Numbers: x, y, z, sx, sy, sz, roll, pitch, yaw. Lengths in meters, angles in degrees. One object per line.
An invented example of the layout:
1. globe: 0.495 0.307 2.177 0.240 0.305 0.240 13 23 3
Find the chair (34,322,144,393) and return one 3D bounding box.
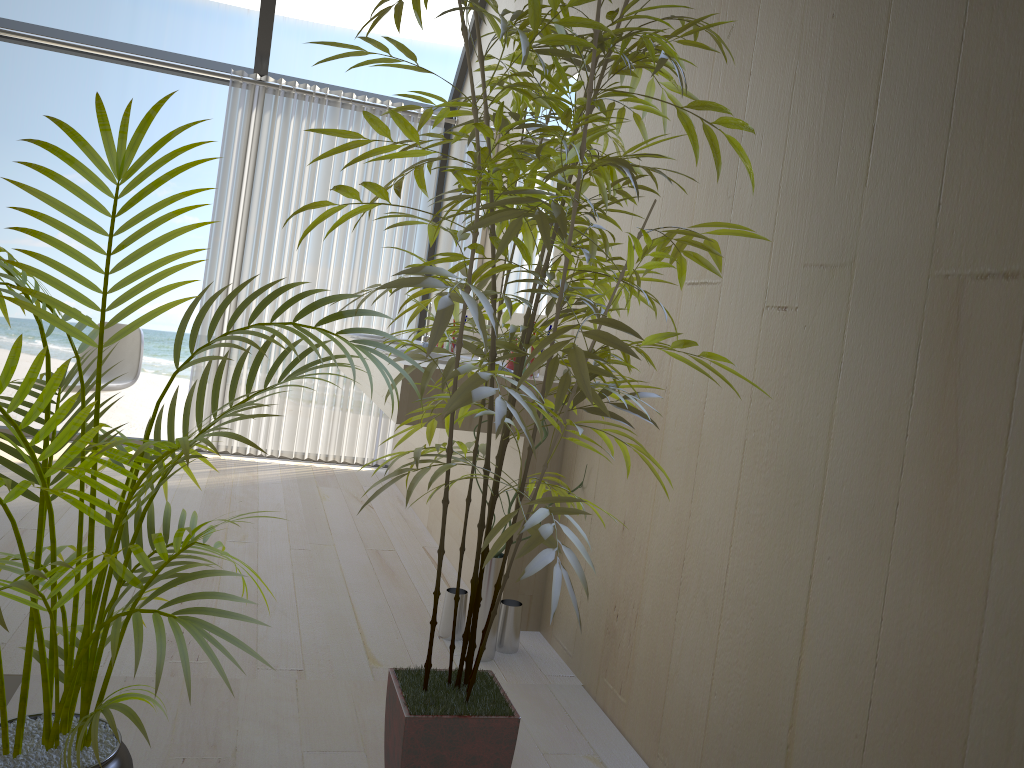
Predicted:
1. chair: -2.060 -0.130 4.339 0.369 0.347 0.454 8 2 12

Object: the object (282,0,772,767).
1. object: 0.038 -0.039 1.585 0.788 1.755 0.935 8 1 9

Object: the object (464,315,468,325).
1. object: -0.239 -0.227 4.009 0.054 0.175 0.012 8 0 9

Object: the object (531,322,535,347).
1. object: 0.065 -0.110 2.825 0.012 0.178 0.050 8 1 23

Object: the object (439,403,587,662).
1. object: 0.036 0.408 2.579 0.405 0.748 0.275 7 1 -28

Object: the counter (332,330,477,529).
1. counter: -0.603 0.185 4.415 0.549 0.790 1.210 7 3 -16

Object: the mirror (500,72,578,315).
1. mirror: 0.102 -0.698 3.408 0.023 0.868 0.655 8 1 -17

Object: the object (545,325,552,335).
1. object: 0.091 -0.107 2.850 0.054 0.175 0.012 8 0 9

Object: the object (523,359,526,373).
1. object: 0.041 -0.101 3.033 0.039 0.135 0.039 8 1 25

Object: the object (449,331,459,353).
1. object: -0.260 -0.189 4.012 0.058 0.100 0.058 8 1 -10

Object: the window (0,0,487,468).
1. window: -2.535 -1.111 4.324 4.551 2.812 0.747 7 1 -16

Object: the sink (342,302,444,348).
1. sink: -0.584 -0.228 4.367 0.503 0.419 0.575 7 3 -13

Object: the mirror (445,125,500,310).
1. mirror: -0.208 -0.804 4.396 0.023 0.868 0.655 8 1 -17

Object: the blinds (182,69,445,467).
1. blinds: -1.092 -0.611 4.959 1.180 2.069 0.084 7 0 -16

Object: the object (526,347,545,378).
1. object: 0.071 -0.068 2.853 0.058 0.100 0.059 8 1 -6

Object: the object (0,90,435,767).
1. object: -0.702 0.166 1.339 0.918 1.156 0.750 8 1 17

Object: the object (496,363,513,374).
1. object: -0.027 -0.049 2.848 0.105 0.029 0.032 9 3 24

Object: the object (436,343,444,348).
1. object: -0.327 -0.220 4.084 0.039 0.135 0.038 8 1 32

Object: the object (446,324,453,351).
1. object: -0.289 -0.222 4.192 0.039 0.135 0.038 8 1 32

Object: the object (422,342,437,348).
1. object: -0.357 -0.170 4.007 0.105 0.029 0.032 9 3 24

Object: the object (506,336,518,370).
1. object: 0.003 -0.100 2.925 0.039 0.135 0.039 8 1 25

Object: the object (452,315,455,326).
1. object: -0.266 -0.231 3.984 0.012 0.178 0.050 8 1 23

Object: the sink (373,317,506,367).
1. sink: -0.253 -0.107 3.208 0.503 0.419 0.575 7 3 -13

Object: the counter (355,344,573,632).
1. counter: -0.273 0.305 3.256 0.549 0.790 1.210 7 3 -16
